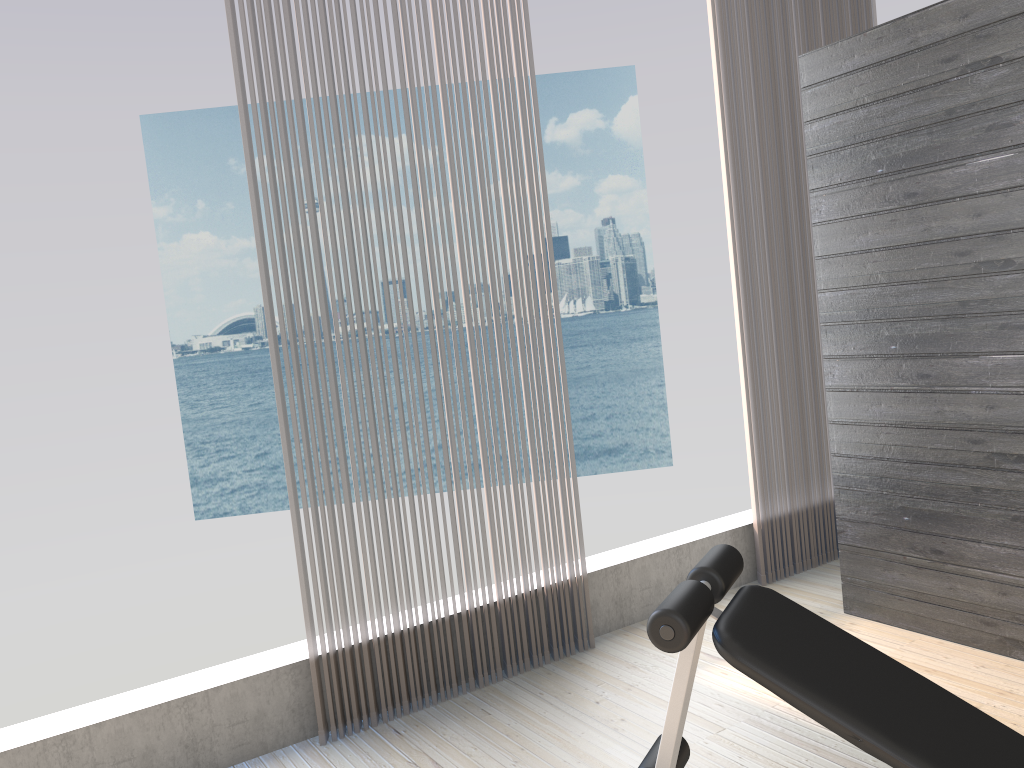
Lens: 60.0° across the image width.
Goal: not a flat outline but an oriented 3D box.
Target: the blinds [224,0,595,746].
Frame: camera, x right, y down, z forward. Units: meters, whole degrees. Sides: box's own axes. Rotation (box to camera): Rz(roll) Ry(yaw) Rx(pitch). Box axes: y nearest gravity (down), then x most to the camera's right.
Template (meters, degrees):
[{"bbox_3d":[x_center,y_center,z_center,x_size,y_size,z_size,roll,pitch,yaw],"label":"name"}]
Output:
[{"bbox_3d":[-0.297,-0.279,3.044,1.133,2.744,0.069,-9,5,-32],"label":"blinds"}]

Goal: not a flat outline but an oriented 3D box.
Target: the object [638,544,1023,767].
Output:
[{"bbox_3d":[0.791,0.719,1.594,1.312,0.746,0.505,-4,5,28],"label":"object"}]

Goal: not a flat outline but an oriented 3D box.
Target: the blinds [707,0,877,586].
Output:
[{"bbox_3d":[1.417,-0.546,4.108,1.133,2.744,0.069,-9,5,-32],"label":"blinds"}]
